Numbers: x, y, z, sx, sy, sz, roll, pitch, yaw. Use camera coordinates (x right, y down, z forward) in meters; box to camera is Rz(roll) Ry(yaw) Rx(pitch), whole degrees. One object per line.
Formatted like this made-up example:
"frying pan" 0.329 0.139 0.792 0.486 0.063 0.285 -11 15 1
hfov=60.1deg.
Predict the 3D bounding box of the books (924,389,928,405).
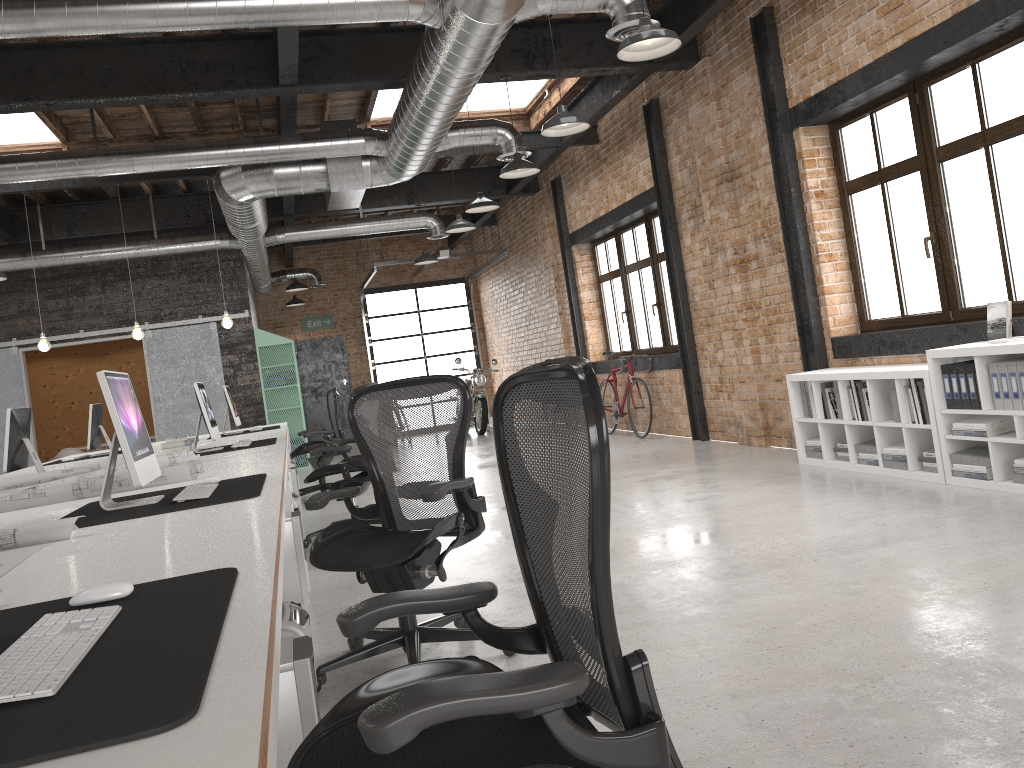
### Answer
"books" 2.615 0.130 5.359 0.197 0.240 0.058 -8 -1 -9

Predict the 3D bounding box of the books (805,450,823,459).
"books" 2.363 0.505 6.601 0.217 0.072 0.289 -9 1 -14

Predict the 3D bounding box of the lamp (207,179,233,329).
"lamp" -3.233 -1.437 9.728 0.124 1.680 0.123 -8 -1 -16

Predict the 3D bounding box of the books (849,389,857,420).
"books" 2.427 0.138 6.098 0.162 0.240 0.054 -8 -1 -9

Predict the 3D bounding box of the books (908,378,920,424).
"books" 2.599 0.071 5.482 0.258 0.355 0.049 -8 -1 -9

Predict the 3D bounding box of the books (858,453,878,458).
"books" 2.509 0.459 5.980 0.215 0.046 0.251 -9 1 -14

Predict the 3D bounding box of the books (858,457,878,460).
"books" 2.511 0.477 5.984 0.219 0.034 0.259 -9 1 -14

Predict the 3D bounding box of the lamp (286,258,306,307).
"lamp" -4.106 -2.127 16.449 0.363 1.340 0.360 -7 -2 -37

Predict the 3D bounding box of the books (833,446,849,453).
"books" 2.466 0.448 6.309 0.223 0.055 0.281 -9 1 -14

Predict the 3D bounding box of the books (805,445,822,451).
"books" 2.351 0.455 6.593 0.207 0.067 0.275 -9 1 -14

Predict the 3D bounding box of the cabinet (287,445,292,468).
"cabinet" -2.182 0.891 7.886 0.460 0.648 0.386 -8 -1 -14

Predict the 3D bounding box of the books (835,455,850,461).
"books" 2.458 0.508 6.305 0.184 0.050 0.261 -9 1 -14

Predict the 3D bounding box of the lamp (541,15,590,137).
"lamp" 0.291 -2.524 6.468 0.363 1.364 0.360 -7 -2 -42

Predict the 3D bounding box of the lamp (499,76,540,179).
"lamp" 0.006 -2.260 7.742 0.361 0.857 0.362 -8 -1 8

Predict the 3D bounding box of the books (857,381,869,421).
"books" 2.472 0.112 6.003 0.222 0.283 0.061 -8 -1 -9

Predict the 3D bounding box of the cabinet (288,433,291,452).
"cabinet" -2.703 0.914 9.960 0.460 0.648 0.386 -8 -1 -14

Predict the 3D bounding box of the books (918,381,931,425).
"books" 2.607 0.108 5.394 0.222 0.283 0.061 -8 -1 -9

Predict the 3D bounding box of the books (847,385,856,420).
"books" 2.426 0.126 6.129 0.183 0.262 0.056 -8 -1 -9

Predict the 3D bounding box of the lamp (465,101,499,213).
"lamp" -0.407 -2.494 9.250 0.362 1.364 0.361 -8 -1 -7

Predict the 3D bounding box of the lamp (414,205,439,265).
"lamp" -1.316 -2.202 13.012 0.363 0.857 0.360 -8 -1 -37

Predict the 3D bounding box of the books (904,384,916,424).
"books" 2.560 0.122 5.520 0.183 0.262 0.056 -8 -1 -9

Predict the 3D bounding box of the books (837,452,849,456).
"books" 2.450 0.480 6.291 0.164 0.047 0.238 -9 1 -14

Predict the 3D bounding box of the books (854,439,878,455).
"books" 2.503 0.423 6.000 0.217 0.078 0.290 -9 1 -14

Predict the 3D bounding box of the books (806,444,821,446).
"books" 2.352 0.429 6.588 0.219 0.039 0.260 -9 1 -14

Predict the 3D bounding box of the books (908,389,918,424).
"books" 2.562 0.134 5.489 0.162 0.240 0.054 -8 -1 -9

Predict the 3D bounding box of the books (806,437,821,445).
"books" 2.350 0.411 6.584 0.215 0.052 0.251 -9 1 -14

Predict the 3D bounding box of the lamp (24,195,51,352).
"lamp" -4.999 -1.168 9.270 0.124 1.680 0.123 -8 -1 -16

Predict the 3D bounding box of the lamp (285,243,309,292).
"lamp" -3.506 -2.153 14.058 0.363 1.340 0.360 -7 -2 -37

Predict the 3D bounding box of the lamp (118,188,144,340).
"lamp" -4.116 -1.302 9.499 0.124 1.680 0.123 -8 -1 -16

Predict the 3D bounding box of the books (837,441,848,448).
"books" 2.463 0.416 6.286 0.199 0.055 0.239 -9 1 -14

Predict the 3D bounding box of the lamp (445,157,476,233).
"lamp" -0.663 -2.230 10.411 0.362 0.857 0.362 -8 -1 3

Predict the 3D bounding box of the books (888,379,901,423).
"books" 2.566 0.072 5.680 0.259 0.351 0.065 -8 -1 -9

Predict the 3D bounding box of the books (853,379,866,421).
"books" 2.479 0.074 6.039 0.272 0.355 0.062 -8 -1 -9

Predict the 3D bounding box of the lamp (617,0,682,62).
"lamp" 0.705 -2.290 4.960 0.362 0.857 0.362 -8 -1 3

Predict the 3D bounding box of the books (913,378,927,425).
"books" 2.614 0.070 5.430 0.272 0.355 0.062 -8 -1 -9

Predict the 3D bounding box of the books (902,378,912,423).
"books" 2.593 0.095 5.566 0.259 0.305 0.040 -8 -1 -9

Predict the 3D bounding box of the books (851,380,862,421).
"books" 2.472 0.076 6.069 0.259 0.353 0.070 -8 -1 -9

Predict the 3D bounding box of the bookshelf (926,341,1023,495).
"bookshelf" 2.888 0.160 4.542 0.401 0.800 1.541 -8 1 -14

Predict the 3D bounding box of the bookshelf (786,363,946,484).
"bookshelf" 2.514 0.234 6.044 0.401 0.685 1.541 -8 1 -14

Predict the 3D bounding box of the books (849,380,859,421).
"books" 2.464 0.075 6.091 0.258 0.355 0.049 -8 -1 -9

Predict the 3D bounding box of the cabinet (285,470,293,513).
"cabinet" -1.462 0.860 5.017 0.460 0.648 0.386 -8 -1 -14

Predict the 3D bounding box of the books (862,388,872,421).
"books" 2.480 0.134 5.968 0.197 0.240 0.058 -8 -1 -9

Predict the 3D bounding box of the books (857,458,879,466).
"books" 2.510 0.504 5.991 0.207 0.061 0.274 -9 1 -14

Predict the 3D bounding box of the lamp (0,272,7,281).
"lamp" -5.482 -1.495 9.160 0.362 0.857 0.362 -8 -1 3

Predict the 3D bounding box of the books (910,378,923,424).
"books" 2.607 0.071 5.460 0.259 0.353 0.070 -8 -1 -9

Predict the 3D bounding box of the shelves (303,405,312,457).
"shelves" -3.643 0.823 14.599 0.568 0.856 0.983 -8 0 -14
